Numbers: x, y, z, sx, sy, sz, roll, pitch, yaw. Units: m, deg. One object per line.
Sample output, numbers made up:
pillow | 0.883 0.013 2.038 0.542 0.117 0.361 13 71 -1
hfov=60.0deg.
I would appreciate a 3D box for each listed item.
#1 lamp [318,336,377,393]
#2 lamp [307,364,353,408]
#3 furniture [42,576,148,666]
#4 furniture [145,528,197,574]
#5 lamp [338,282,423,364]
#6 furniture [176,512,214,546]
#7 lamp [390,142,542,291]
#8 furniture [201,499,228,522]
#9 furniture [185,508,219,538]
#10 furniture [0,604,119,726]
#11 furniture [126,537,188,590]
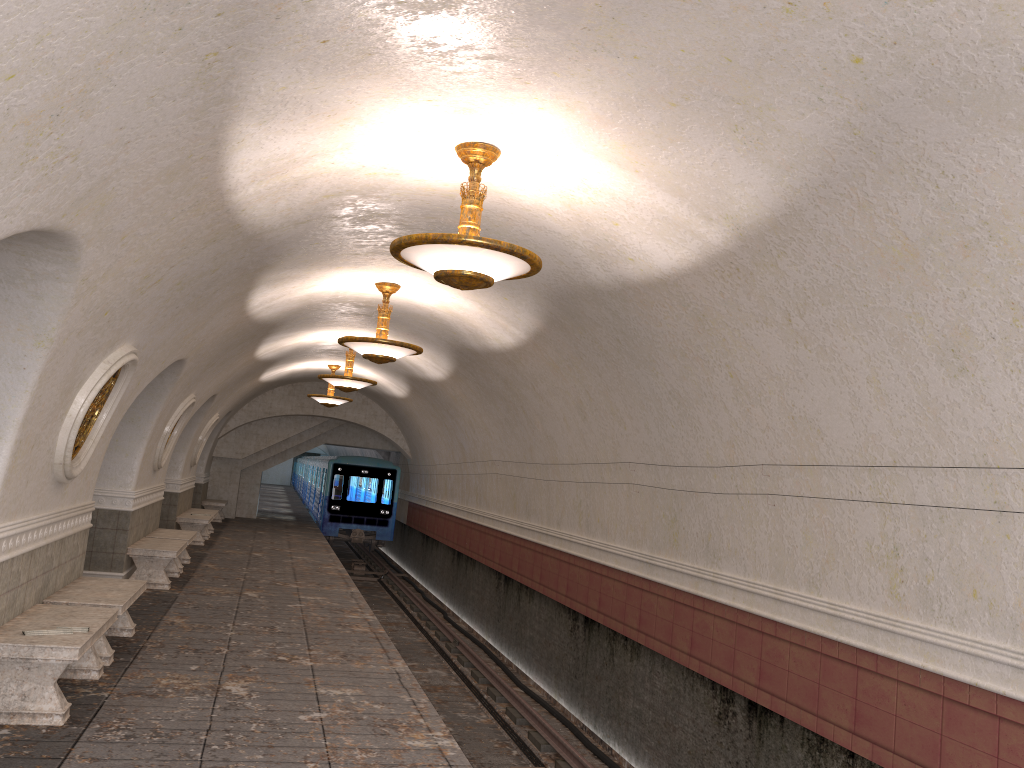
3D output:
lamp | -2.781 -0.323 15.175 1.008 0.955 1.008 6 -6 1
lamp | -4.034 0.058 19.824 1.008 0.955 1.008 2 -7 31
furniture | -3.733 2.100 7.956 0.613 0.508 1.509 7 -6 -14
furniture | -5.295 2.576 13.752 0.613 0.508 1.509 7 -6 -14
lamp | -1.529 -0.705 10.528 1.008 0.955 1.008 6 -6 1
furniture | -6.405 2.914 17.872 0.613 0.508 1.509 7 -6 -14
lamp | -0.276 -1.087 5.879 1.008 0.955 1.008 9 -7 -30
furniture | -8.040 3.412 23.939 0.613 0.508 1.509 7 -6 -14
furniture | -6.841 3.047 19.491 0.613 0.508 1.509 7 -6 -14
furniture | -3.297 1.967 6.338 0.613 0.508 1.509 7 -6 -14
furniture | -4.859 2.443 12.133 0.613 0.508 1.509 7 -6 -14
